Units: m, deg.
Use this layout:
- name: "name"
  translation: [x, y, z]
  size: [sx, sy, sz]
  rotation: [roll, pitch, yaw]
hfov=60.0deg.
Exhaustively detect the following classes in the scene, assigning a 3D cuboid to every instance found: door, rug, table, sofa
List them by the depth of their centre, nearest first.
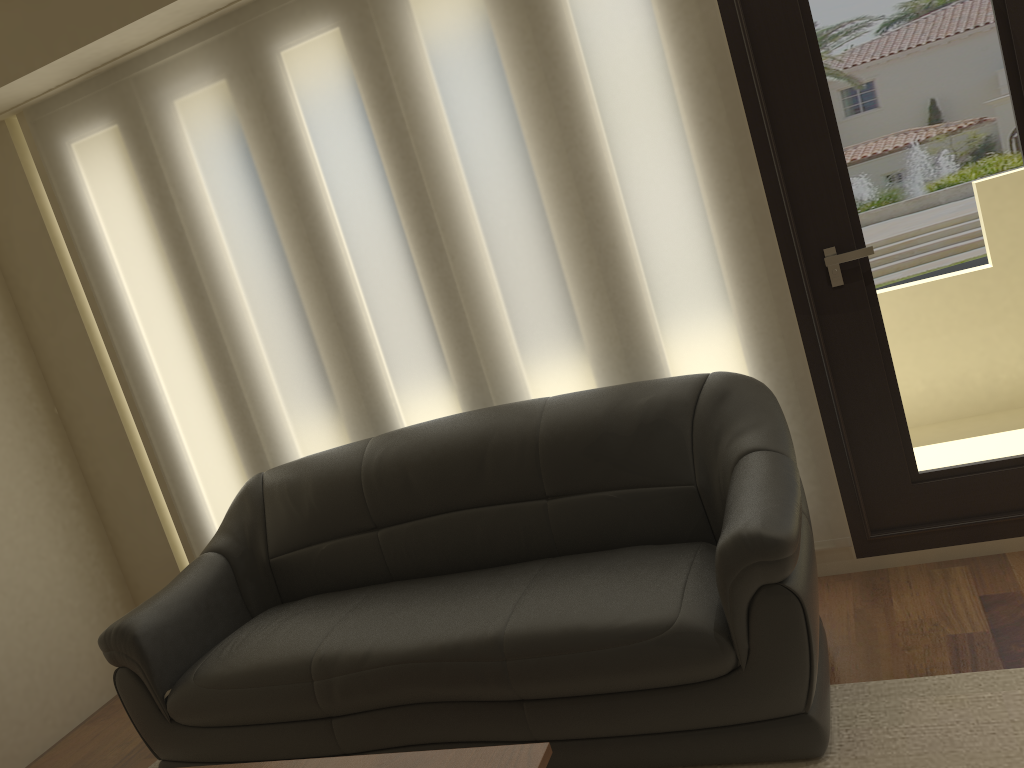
- name: "table"
  translation: [-0.544, 1.229, 1.623]
  size: [1.213, 0.482, 1.045]
  rotation: [-13, 10, 22]
- name: "rug"
  translation: [-0.086, 1.331, 1.684]
  size: [3.592, 0.011, 2.482]
  rotation: [-13, 10, 22]
- name: "door"
  translation: [1.339, -0.639, 2.794]
  size: [1.011, 2.420, 0.118]
  rotation: [-13, 10, 22]
- name: "sofa"
  translation: [-0.193, 0.642, 2.982]
  size: [2.337, 0.918, 0.944]
  rotation: [-13, 10, 22]

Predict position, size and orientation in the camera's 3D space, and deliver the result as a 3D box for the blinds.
- name: "blinds"
  translation: [-0.448, -0.316, 3.441]
  size: [2.830, 2.453, 0.002]
  rotation: [-13, 10, 22]
